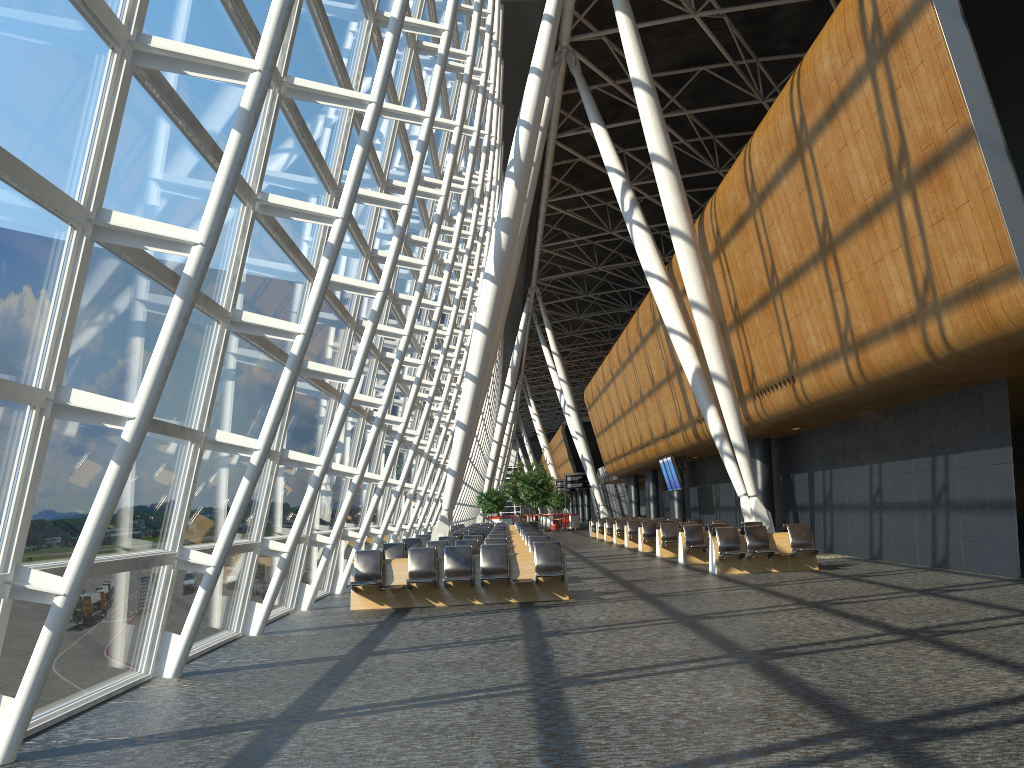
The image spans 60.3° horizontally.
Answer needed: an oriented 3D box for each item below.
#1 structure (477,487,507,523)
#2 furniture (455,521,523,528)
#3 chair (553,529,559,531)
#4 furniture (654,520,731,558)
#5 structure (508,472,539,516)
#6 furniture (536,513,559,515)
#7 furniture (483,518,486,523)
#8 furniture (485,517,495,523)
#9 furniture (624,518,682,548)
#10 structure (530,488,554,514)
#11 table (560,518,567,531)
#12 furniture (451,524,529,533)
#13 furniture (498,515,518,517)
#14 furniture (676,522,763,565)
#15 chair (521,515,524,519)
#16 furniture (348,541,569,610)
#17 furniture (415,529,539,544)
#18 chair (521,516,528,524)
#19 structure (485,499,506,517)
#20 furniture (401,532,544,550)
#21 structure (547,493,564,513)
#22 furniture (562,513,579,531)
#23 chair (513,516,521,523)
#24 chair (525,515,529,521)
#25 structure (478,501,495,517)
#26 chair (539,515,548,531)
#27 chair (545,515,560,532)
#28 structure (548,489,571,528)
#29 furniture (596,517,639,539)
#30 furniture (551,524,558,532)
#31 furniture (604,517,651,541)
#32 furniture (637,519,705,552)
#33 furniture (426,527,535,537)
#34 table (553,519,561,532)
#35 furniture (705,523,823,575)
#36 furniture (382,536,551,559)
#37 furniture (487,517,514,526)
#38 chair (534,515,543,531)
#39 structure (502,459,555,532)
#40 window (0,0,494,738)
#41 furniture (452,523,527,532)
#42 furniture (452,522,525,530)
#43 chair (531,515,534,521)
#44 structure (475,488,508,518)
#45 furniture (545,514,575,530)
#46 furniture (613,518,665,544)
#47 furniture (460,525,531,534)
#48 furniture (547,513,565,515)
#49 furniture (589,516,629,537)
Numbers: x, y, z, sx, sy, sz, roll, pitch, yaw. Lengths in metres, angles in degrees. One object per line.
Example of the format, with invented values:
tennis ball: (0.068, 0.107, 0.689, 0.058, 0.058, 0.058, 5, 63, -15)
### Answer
structure: (-1.154, 7.522, 52.037, 1.733, 2.765, 1.791, 1, -5, -43)
furniture: (-1.018, 6.803, 40.453, 3.250, 0.864, 1.674, -3, -7, -1)
chair: (2.513, 8.662, 55.022, 0.664, 1.005, 0.623, -6, -5, 44)
furniture: (4.694, 3.991, 22.752, 1.896, 0.864, 1.674, -3, -7, -1)
structure: (1.210, 9.317, 71.391, 3.101, 4.510, 5.771, -4, -6, 22)
furniture: (2.705, 10.581, 68.414, 0.894, 1.002, 2.833, -7, -8, 41)
furniture: (-1.315, 12.048, 76.797, 3.250, 0.864, 1.674, -3, -7, -1)
furniture: (-1.148, 9.044, 56.497, 0.889, 1.001, 2.848, -4, -8, 12)
furniture: (4.645, 4.856, 28.748, 1.896, 0.864, 1.674, -3, -7, -1)
structure: (2.196, 9.152, 66.865, 2.282, 3.459, 2.230, -3, -4, 12)
table: (3.004, 8.688, 54.459, 0.800, 0.746, 0.803, -4, -6, 15)
furniture: (-0.945, 5.505, 31.459, 3.250, 0.864, 1.674, -3, -7, -1)
furniture: (-0.372, 11.342, 72.712, 0.894, 1.002, 2.833, -7, -8, 41)
furniture: (4.718, 3.558, 19.755, 1.896, 0.864, 1.674, -3, -7, -1)
chair: (0.460, 9.600, 60.881, 0.663, 1.005, 0.625, -4, -4, 24)
furniture: (-0.798, 2.909, 13.471, 3.250, 0.864, 1.674, -3, -7, -1)
furniture: (-0.871, 4.207, 22.465, 3.250, 0.864, 1.674, -3, -7, -1)
chair: (0.521, 8.519, 53.391, 0.663, 1.005, 0.625, -4, -4, 24)
structure: (-1.212, 8.516, 59.177, 1.783, 2.837, 1.843, 1, -5, -43)
furniture: (-0.847, 3.774, 19.467, 3.250, 0.864, 1.674, -3, -7, -1)
structure: (3.657, 10.314, 73.738, 1.884, 2.980, 1.947, 1, -5, -43)
furniture: (3.669, 8.507, 54.317, 0.889, 1.001, 2.848, -4, -8, 12)
chair: (0.154, 8.727, 54.715, 0.624, 1.005, 0.663, -4, -4, 24)
chair: (1.465, 10.674, 68.661, 0.660, 1.005, 0.627, -2, -4, -16)
structure: (-1.470, 9.024, 62.489, 1.757, 2.799, 1.815, 1, -5, -43)
chair: (2.151, 8.840, 56.145, 0.625, 1.005, 0.662, -5, -5, 34)
chair: (2.470, 8.504, 53.911, 0.626, 1.005, 0.661, -6, -5, 44)
structure: (3.424, 8.936, 63.332, 1.733, 2.765, 1.791, 1, -5, -43)
furniture: (4.571, 6.154, 37.742, 1.896, 0.864, 1.674, -3, -7, -1)
furniture: (2.533, 8.583, 52.565, 0.443, 0.457, 0.446, -4, -5, 12)
furniture: (4.596, 5.721, 34.744, 1.896, 0.864, 1.674, -3, -7, -1)
furniture: (4.669, 4.423, 25.750, 1.896, 0.864, 1.674, -3, -7, -1)
furniture: (-0.896, 4.640, 25.463, 3.250, 0.864, 1.674, -3, -7, -1)
table: (2.891, 8.473, 52.929, 0.800, 0.746, 0.803, -4, -6, 15)
furniture: (4.743, 3.125, 16.757, 1.896, 0.864, 1.674, -3, -7, -1)
furniture: (-0.822, 3.342, 16.469, 3.250, 0.864, 1.674, -3, -7, -1)
furniture: (-0.611, 8.600, 53.590, 0.888, 1.002, 2.851, 0, -8, -33)
chair: (1.862, 9.018, 57.288, 0.663, 1.005, 0.624, -5, -5, 34)
structure: (0.907, 7.035, 55.437, 3.091, 4.509, 5.851, -2, -6, -8)
window: (-2.442, 6.003, 80.390, 3.719, 13.943, 167.610, -3, -8, -1)
furniture: (-0.969, 5.938, 34.457, 3.250, 0.864, 1.674, -3, -7, -1)
furniture: (-0.994, 6.370, 37.455, 3.250, 0.864, 1.674, -3, -7, -1)
chair: (1.801, 10.099, 64.778, 0.663, 1.005, 0.624, -5, -5, 34)
structure: (-1.272, 7.850, 54.941, 1.916, 2.953, 1.878, -1, -4, -27)
furniture: (3.132, 8.950, 57.223, 0.888, 1.002, 2.851, 0, -8, -33)
furniture: (4.620, 5.289, 31.746, 1.896, 0.864, 1.674, -3, -7, -1)
furniture: (-0.920, 5.072, 28.461, 3.250, 0.864, 1.674, -3, -7, -1)
furniture: (3.071, 10.031, 64.713, 0.888, 1.002, 2.851, 0, -8, -33)
furniture: (4.547, 6.587, 40.740, 1.896, 0.864, 1.674, -3, -7, -1)
